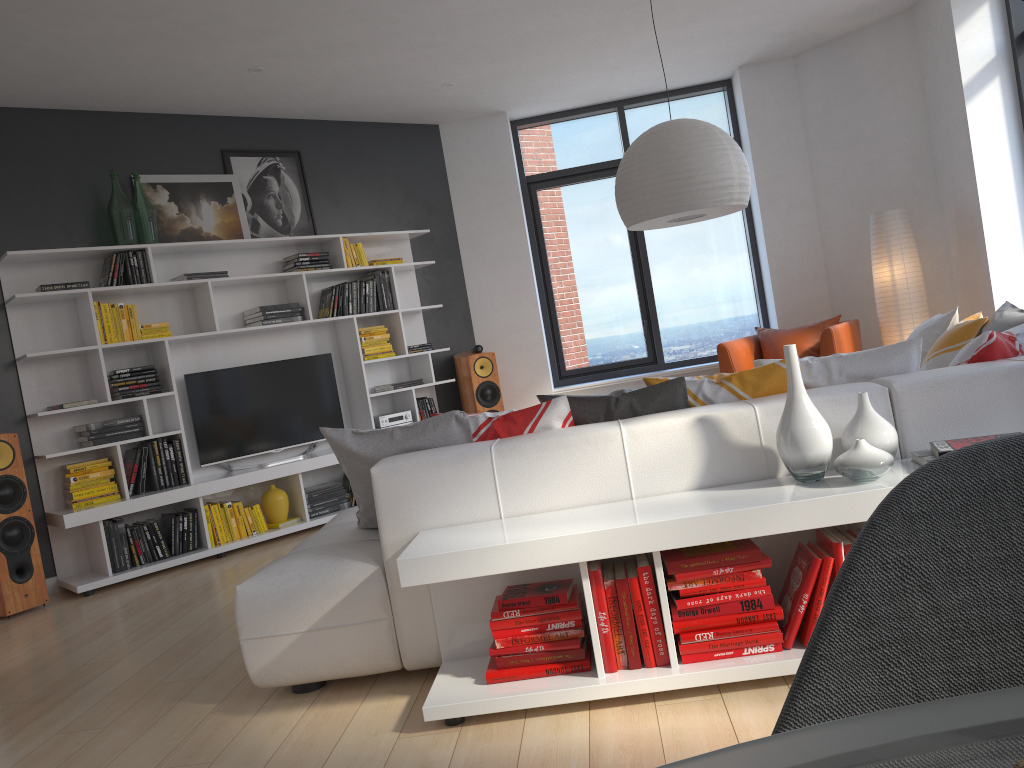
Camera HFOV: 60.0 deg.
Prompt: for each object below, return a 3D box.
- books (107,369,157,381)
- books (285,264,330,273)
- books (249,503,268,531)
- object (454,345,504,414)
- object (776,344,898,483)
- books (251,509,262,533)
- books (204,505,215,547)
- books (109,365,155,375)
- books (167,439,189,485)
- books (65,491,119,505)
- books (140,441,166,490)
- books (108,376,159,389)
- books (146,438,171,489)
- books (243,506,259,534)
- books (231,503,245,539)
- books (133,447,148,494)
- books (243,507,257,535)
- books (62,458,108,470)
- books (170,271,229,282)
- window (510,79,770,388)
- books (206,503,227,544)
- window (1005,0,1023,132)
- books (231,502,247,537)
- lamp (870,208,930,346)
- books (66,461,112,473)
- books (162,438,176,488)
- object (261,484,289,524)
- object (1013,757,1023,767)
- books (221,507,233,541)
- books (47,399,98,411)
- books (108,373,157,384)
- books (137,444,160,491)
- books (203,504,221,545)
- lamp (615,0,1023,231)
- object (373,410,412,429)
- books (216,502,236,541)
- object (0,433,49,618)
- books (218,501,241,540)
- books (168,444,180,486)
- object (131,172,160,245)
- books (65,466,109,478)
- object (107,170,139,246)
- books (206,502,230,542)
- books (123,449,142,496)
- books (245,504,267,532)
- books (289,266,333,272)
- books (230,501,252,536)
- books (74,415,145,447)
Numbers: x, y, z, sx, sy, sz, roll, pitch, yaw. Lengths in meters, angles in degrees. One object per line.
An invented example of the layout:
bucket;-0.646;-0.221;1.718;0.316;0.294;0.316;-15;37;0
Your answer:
books;-2.438;-0.056;5.675;0.284;0.030;0.214;-11;3;-31
books;-1.499;-0.850;6.509;0.264;0.020;0.189;-12;3;-41
books;-1.712;0.898;5.993;0.046;0.193;0.149;-11;3;-39
object;-0.259;0.226;7.332;0.290;1.088;0.434;-11;3;-25
object;0.913;0.070;2.545;0.316;0.398;0.319;-8;3;29
books;-1.732;0.917;5.944;0.049;0.169;0.113;-12;3;-41
books;-1.997;0.917;5.740;0.029;0.270;0.204;-11;3;-40
books;-2.425;-0.086;5.653;0.246;0.026;0.180;-11;3;-32
books;-2.203;0.511;5.791;0.051;0.297;0.230;-11;3;-40
books;-2.588;0.697;5.467;0.269;0.025;0.213;-11;3;-37
books;-2.308;0.523;5.705;0.034;0.314;0.237;-11;3;-40
books;-2.418;-0.007;5.657;0.284;0.030;0.214;-11;3;-31
books;-2.287;0.513;5.729;0.026;0.326;0.237;-11;3;-40
books;-1.756;0.911;5.940;0.046;0.187;0.134;-11;3;-40
books;-1.844;0.902;5.871;0.043;0.240;0.169;-12;3;-41
books;-2.375;0.549;5.639;0.100;0.289;0.210;-12;3;-41
books;-1.777;0.914;5.933;0.056;0.188;0.138;-11;3;-40
books;-2.643;0.493;5.489;0.234;0.024;0.171;-11;3;-35
books;-2.110;-0.709;5.983;0.310;0.047;0.250;-12;3;-44
window;1.145;-1.309;7.898;1.960;2.402;0.170;-9;2;5
books;-1.956;0.914;5.808;0.066;0.258;0.198;-11;3;-40
window;3.440;-1.584;5.245;0.170;2.402;1.310;-9;2;5
books;-1.838;0.901;5.902;0.043;0.235;0.171;-12;3;-41
lamp;2.963;-0.508;6.337;0.502;1.550;0.804;-11;3;-34
books;-2.616;0.513;5.478;0.234;0.024;0.171;-11;3;-35
books;-2.263;0.514;5.748;0.034;0.315;0.239;-11;3;-40
object;-1.626;0.817;6.086;0.185;0.257;0.185;-8;3;28
object;0.364;0.177;0.303;0.360;0.002;0.360;-12;3;-42
books;-1.905;0.921;5.825;0.042;0.230;0.156;-12;3;-41
books;-2.683;0.130;5.416;0.266;0.030;0.209;-7;3;44
books;-2.425;-0.032;5.658;0.264;0.020;0.189;-11;3;-36
books;-2.328;0.536;5.681;0.028;0.301;0.213;-11;3;-40
books;-1.981;0.913;5.780;0.048;0.271;0.213;-11;3;-40
lamp;1.811;-0.741;3.172;3.199;2.647;0.710;-7;3;41
object;-0.948;0.319;6.810;0.285;0.174;0.270;-11;3;-40
books;-1.894;0.905;5.842;0.041;0.252;0.180;-11;3;-40
object;-2.963;0.773;5.065;0.434;1.088;0.290;-8;3;35
books;-1.881;0.902;5.866;0.055;0.252;0.185;-12;3;-41
books;-2.230;0.528;5.765;0.028;0.272;0.200;-11;3;-40
object;-2.422;-1.136;5.810;0.157;0.507;0.157;-11;3;-26
books;-2.621;0.539;5.477;0.238;0.023;0.167;-11;3;-24
object;-2.504;-1.116;5.667;0.157;0.507;0.157;-11;3;-26
books;-1.933;0.906;5.826;0.038;0.267;0.202;-11;3;-39
books;-2.425;0.561;5.620;0.142;0.284;0.232;-11;3;-40
books;-1.725;0.901;5.971;0.067;0.193;0.148;-11;3;-39
books;-1.492;-0.825;6.508;0.284;0.030;0.214;-11;3;-36
books;-1.820;0.897;5.929;0.056;0.235;0.172;-12;3;-40
books;-2.528;0.298;5.570;0.343;0.137;0.277;-11;3;-40
